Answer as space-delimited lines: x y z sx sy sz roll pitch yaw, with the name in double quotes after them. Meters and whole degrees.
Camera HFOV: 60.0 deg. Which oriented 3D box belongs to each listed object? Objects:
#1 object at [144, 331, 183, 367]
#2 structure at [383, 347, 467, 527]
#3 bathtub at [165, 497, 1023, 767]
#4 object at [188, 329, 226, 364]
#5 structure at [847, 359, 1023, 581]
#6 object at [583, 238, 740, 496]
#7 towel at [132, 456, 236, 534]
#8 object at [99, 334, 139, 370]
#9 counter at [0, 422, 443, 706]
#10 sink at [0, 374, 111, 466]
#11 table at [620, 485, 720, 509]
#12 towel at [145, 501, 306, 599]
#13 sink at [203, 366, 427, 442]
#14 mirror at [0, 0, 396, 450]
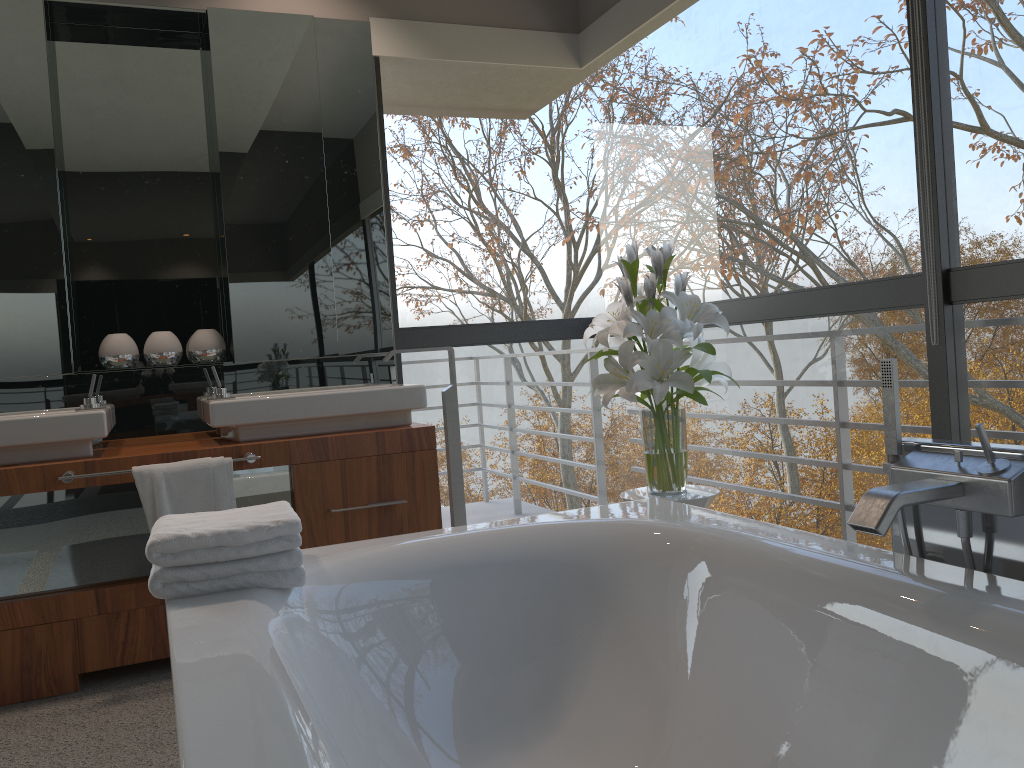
-1.314 -0.131 3.339 0.136 0.130 0.136 -3 2 20 "object"
-0.306 0.358 3.371 0.303 0.988 0.069 -5 1 -22 "structure"
0.197 0.630 1.400 1.328 0.504 1.958 -5 2 -22 "bathtub"
-1.169 -0.144 3.400 0.136 0.130 0.136 -3 2 20 "object"
0.758 0.398 1.586 0.330 0.884 0.402 -5 2 -22 "structure"
0.450 -0.059 2.760 0.460 0.796 0.450 -4 1 5 "object"
-1.009 0.421 2.767 0.302 0.368 0.079 -5 1 -22 "towel"
-1.455 -0.119 3.281 0.136 0.130 0.136 -3 2 20 "object"
-1.172 0.571 2.991 1.849 0.704 0.524 -5 2 -22 "counter"
-1.700 0.127 2.831 0.750 0.266 0.352 -5 2 -22 "sink"
0.506 0.576 2.765 0.308 0.478 0.307 -5 2 -39 "table"
-0.622 0.359 1.926 0.305 0.145 0.322 -5 2 -19 "towel"
-0.721 0.045 3.236 0.750 0.266 0.352 -5 2 -22 "sink"
-1.378 -0.578 3.333 1.791 1.617 0.253 -5 1 -22 "mirror"
